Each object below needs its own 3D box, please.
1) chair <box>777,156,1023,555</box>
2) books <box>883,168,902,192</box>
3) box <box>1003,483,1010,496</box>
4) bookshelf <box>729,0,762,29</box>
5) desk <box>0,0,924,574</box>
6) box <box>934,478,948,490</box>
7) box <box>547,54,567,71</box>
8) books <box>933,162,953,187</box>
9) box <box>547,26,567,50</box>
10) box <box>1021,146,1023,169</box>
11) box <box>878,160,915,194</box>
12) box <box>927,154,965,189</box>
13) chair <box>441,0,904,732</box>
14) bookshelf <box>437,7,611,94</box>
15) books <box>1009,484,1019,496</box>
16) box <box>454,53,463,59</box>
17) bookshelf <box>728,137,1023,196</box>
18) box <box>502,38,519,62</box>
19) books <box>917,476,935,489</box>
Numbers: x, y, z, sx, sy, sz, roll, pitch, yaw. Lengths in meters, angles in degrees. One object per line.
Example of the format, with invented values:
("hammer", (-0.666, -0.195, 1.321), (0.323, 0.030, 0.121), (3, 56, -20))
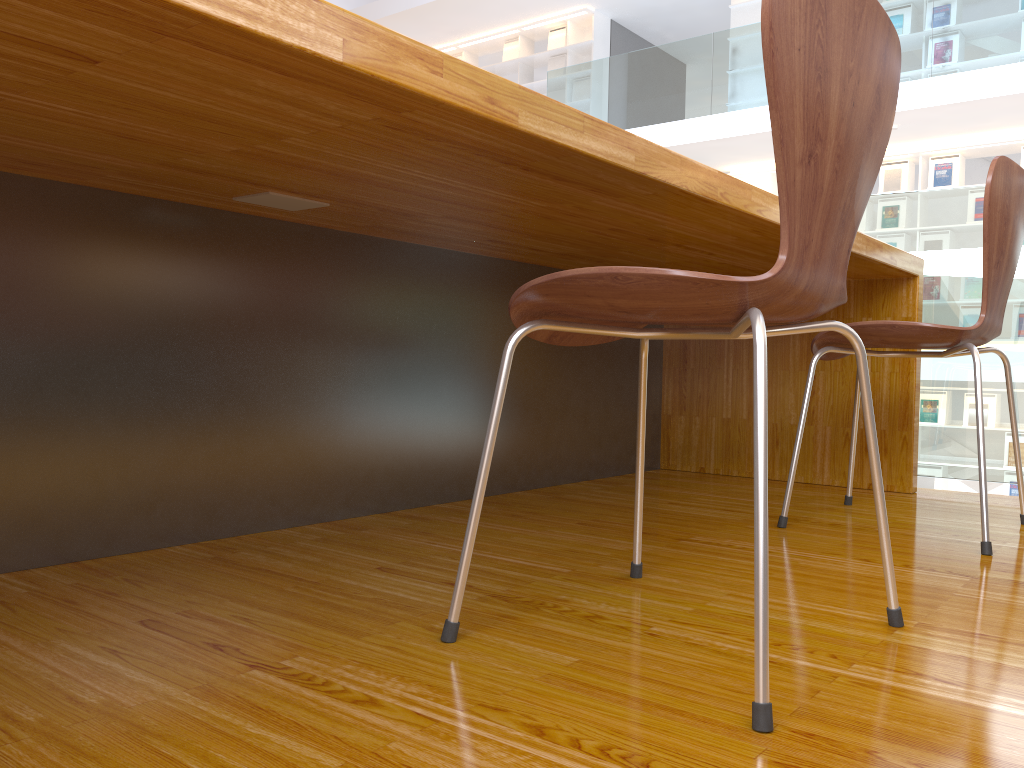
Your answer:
("chair", (0.806, -0.059, 1.784), (0.381, 0.693, 0.428), (2, 1, 38))
("books", (3.432, -1.834, 7.998), (0.145, 0.210, 0.037), (2, 1, 38))
("box", (4.292, 0.885, 7.464), (0.245, 0.296, 0.274), (2, 1, 38))
("bookshelf", (3.701, -3.232, 7.916), (3.666, 1.836, 0.498), (2, 1, 38))
("desk", (-0.426, 0.171, 1.428), (1.248, 1.022, 3.216), (2, 1, 38))
("box", (3.723, 0.864, 7.911), (0.245, 0.296, 0.274), (2, 1, 38))
("box", (0.570, -3.695, 10.456), (0.245, 0.296, 0.274), (2, 1, 38))
("books", (3.762, -1.823, 7.739), (0.145, 0.210, 0.037), (2, 1, 38))
("box", (0.578, -4.022, 10.449), (0.245, 0.296, 0.274), (2, 1, 38))
("box", (4.390, -1.831, 7.382), (0.245, 0.296, 0.274), (2, 1, 38))
("box", (3.502, -1.864, 8.079), (0.245, 0.296, 0.274), (2, 1, 38))
("box", (3.830, -1.852, 7.821), (0.245, 0.296, 0.274), (2, 1, 38))
("chair", (0.206, -0.057, 1.020), (0.381, 0.693, 0.428), (2, 1, 38))
("bookshelf", (-0.207, -3.379, 10.979), (2.984, 1.836, 0.498), (2, 1, 38))
("books", (4.223, 0.922, 7.383), (0.145, 0.210, 0.037), (2, 1, 38))
("box", (-0.680, -4.070, 11.436), (0.245, 0.296, 0.274), (2, 1, 38))
("bookshelf", (3.656, -1.186, 7.956), (3.666, 1.836, 0.498), (2, 1, 38))
("box", (0.044, -4.044, 10.866), (0.245, 0.296, 0.274), (2, 1, 38))
("books", (3.650, 0.910, 7.833), (0.145, 0.210, 0.037), (2, 1, 38))
